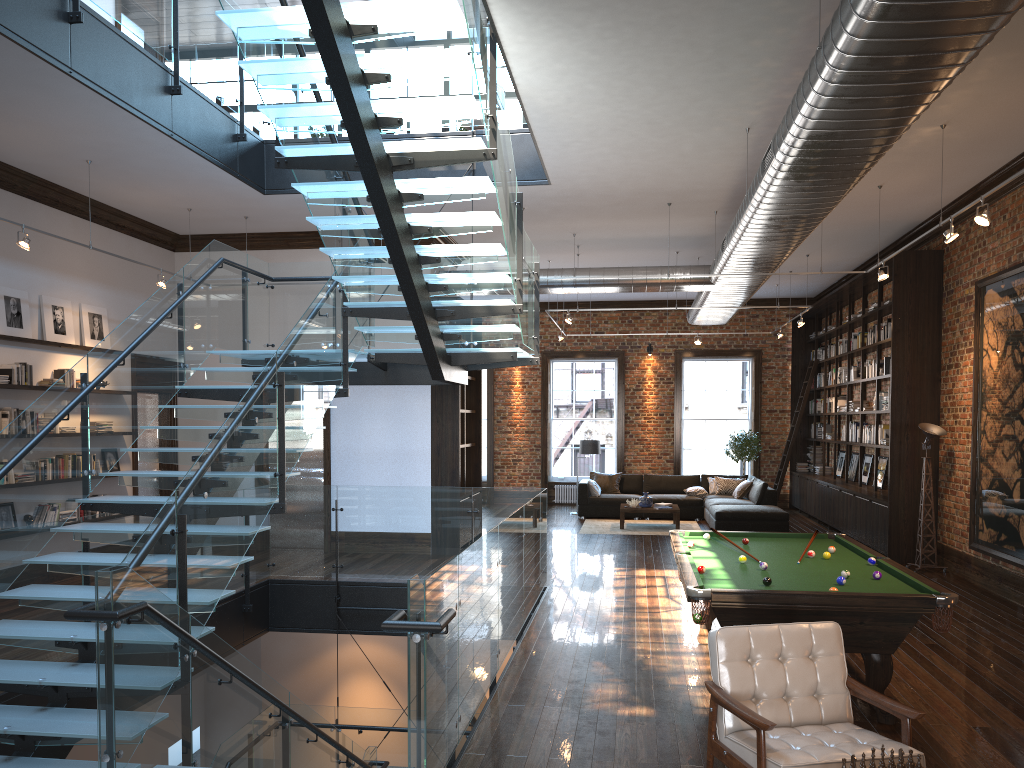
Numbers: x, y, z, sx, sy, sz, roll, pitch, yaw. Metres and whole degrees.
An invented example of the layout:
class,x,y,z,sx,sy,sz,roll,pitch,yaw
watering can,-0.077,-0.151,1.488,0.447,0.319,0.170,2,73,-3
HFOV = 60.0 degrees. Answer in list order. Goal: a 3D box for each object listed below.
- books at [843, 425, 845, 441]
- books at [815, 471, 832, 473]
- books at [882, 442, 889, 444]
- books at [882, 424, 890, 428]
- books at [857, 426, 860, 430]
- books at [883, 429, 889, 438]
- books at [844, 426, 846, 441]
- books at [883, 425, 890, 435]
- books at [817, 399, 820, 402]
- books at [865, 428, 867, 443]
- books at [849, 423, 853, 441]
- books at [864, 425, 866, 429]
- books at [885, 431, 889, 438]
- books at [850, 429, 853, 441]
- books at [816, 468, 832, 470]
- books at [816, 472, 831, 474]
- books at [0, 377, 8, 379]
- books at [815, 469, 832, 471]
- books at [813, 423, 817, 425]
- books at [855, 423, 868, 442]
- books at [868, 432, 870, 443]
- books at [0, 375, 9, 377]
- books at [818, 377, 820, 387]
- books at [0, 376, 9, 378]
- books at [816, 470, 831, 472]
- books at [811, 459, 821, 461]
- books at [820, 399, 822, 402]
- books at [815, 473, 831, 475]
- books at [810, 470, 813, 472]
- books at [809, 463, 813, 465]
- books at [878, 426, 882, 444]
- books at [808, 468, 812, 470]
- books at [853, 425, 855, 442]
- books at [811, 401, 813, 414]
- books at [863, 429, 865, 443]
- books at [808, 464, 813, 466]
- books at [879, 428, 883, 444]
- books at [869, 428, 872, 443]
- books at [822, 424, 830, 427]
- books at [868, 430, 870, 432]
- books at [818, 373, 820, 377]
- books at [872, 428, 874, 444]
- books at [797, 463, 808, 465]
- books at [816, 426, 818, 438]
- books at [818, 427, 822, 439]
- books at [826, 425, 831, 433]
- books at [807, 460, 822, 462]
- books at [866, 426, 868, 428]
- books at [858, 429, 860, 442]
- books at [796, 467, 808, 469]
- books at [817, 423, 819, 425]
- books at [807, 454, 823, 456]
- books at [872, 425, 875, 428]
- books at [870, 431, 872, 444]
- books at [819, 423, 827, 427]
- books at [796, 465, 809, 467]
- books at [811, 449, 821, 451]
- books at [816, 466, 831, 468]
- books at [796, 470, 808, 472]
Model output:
class,x,y,z,sx,sy,sz,roll,pitch,yaw
books,5.932,0.863,15.614,0.180,0.275,0.013,0,2,8
books,6.139,1.738,17.490,0.227,0.007,0.370,0,-2,5
books,5.524,0.864,12.987,0.161,0.012,0.303,0,-2,13
books,5.632,0.758,13.317,0.149,0.301,0.013,0,2,8
books,5.807,0.832,14.681,0.171,0.259,0.013,0,2,8
books,5.621,0.790,13.233,0.141,0.229,0.032,0,2,8
books,5.909,0.865,15.484,0.189,0.261,0.027,0,2,8
books,5.625,0.763,13.255,0.159,0.286,0.014,0,2,8
books,6.278,0.454,18.080,0.179,0.300,0.015,0,2,8
books,5.730,0.827,14.165,0.167,0.235,0.032,0,2,8
books,5.895,0.830,15.251,0.170,0.312,0.038,0,2,8
books,5.776,0.807,14.376,0.132,0.292,0.016,0,2,8
books,5.619,0.798,13.200,0.136,0.211,0.035,0,2,8
books,5.868,0.878,15.154,0.174,0.207,0.031,0,2,8
books,6.146,1.678,17.487,0.227,0.007,0.368,0,-2,7
books,6.148,1.753,17.489,0.229,0.008,0.327,0,-2,8
books,-5.194,-0.061,8.873,0.142,0.011,0.255,0,-2,10
books,6.139,1.693,17.488,0.229,0.008,0.330,0,-2,5
books,6.337,0.963,18.415,0.157,0.320,0.012,0,2,8
books,5.804,0.805,14.726,0.186,0.318,0.015,0,2,8
books,5.694,0.843,13.950,0.174,0.184,0.034,0,2,8
books,-5.188,-0.082,8.871,0.142,0.011,0.257,0,-2,12
books,6.216,-0.030,17.719,0.191,0.230,0.034,0,2,8
books,-5.196,-0.071,8.872,0.141,0.011,0.285,0,-2,7
books,6.146,1.716,17.488,0.227,0.007,0.368,0,-2,9
books,6.301,1.572,18.384,0.183,0.034,0.270,0,-2,13
books,6.222,0.444,17.681,0.159,0.286,0.014,0,2,8
books,6.136,1.776,17.492,0.228,0.008,0.331,0,-2,3
books,6.300,1.798,18.394,0.198,0.035,0.217,0,-2,11
books,6.298,1.658,18.388,0.207,0.014,0.343,0,-2,7
books,5.634,0.776,13.402,0.175,0.273,0.031,0,2,8
books,6.290,1.762,18.394,0.204,0.016,0.351,0,-2,4
books,5.839,0.827,14.918,0.184,0.289,0.016,0,2,8
books,6.311,0.482,18.429,0.188,0.273,0.013,0,2,8
books,5.764,0.841,14.354,0.153,0.221,0.034,0,2,8
books,6.286,1.680,18.391,0.220,0.013,0.342,0,-2,11
books,5.603,0.784,13.296,0.176,0.247,0.038,0,2,8
books,5.697,0.814,13.914,0.165,0.238,0.034,0,2,8
books,6.234,0.946,17.613,0.159,0.286,0.014,0,2,8
books,5.703,0.827,13.978,0.174,0.218,0.027,0,2,8
books,6.231,-0.065,17.776,0.189,0.304,0.014,0,2,8
books,5.670,0.802,13.716,0.191,0.246,0.031,0,2,8
books,6.047,1.663,18.479,0.199,0.020,0.211,0,-2,12
books,6.253,0.980,17.948,0.188,0.245,0.026,0,2,8
books,6.198,0.973,17.645,0.212,0.234,0.019,0,2,8
books,6.207,0.940,17.436,0.129,0.283,0.030,0,2,8
books,6.280,1.599,18.388,0.250,0.020,0.317,0,-2,8
books,5.744,0.807,14.185,0.146,0.276,0.013,0,2,8
books,5.787,0.847,14.563,0.191,0.218,0.033,0,2,8
books,6.044,1.754,18.483,0.200,0.019,0.255,0,-2,10
books,6.298,0.956,18.083,0.139,0.305,0.016,0,2,8
books,6.275,1.469,18.379,0.260,0.028,0.315,0,-2,8
books,5.697,0.784,13.837,0.152,0.293,0.031,0,2,8
books,5.688,0.833,13.869,0.165,0.197,0.027,0,2,8
books,6.233,0.943,17.762,0.165,0.305,0.013,0,2,8
books,6.047,1.710,18.481,0.205,0.015,0.264,0,-2,6
books,6.301,1.365,18.371,0.184,0.030,0.264,0,-2,13
books,6.142,1.639,17.486,0.227,0.007,0.369,0,-2,10
books,6.046,1.811,18.485,0.207,0.013,0.279,0,-2,9
